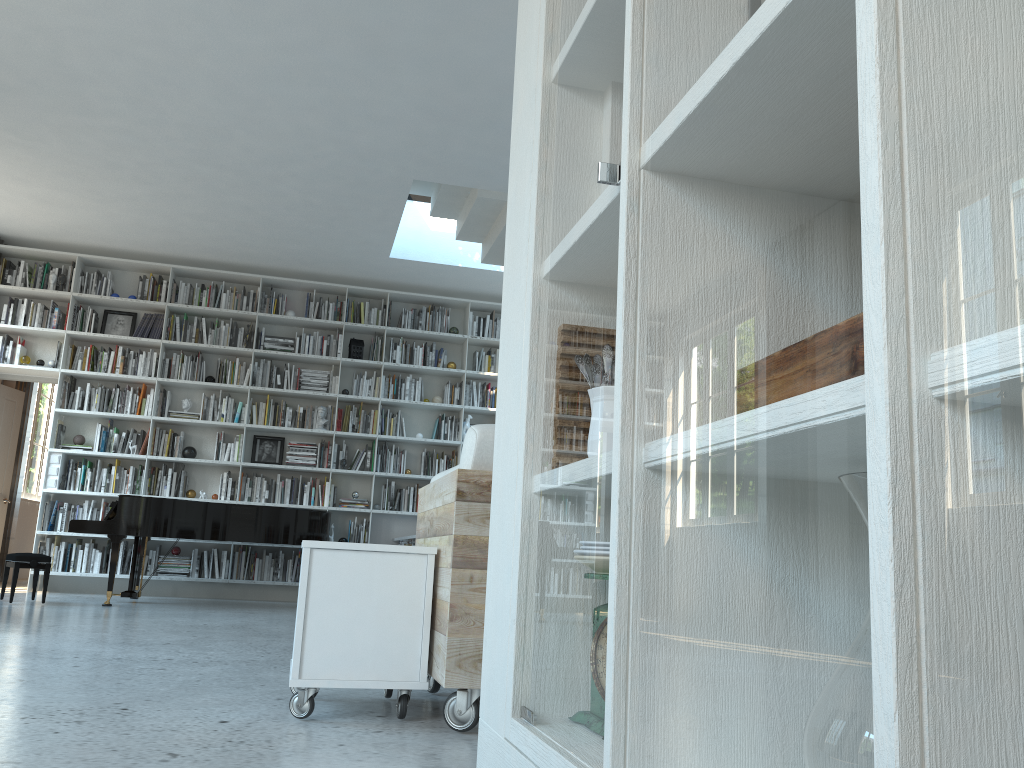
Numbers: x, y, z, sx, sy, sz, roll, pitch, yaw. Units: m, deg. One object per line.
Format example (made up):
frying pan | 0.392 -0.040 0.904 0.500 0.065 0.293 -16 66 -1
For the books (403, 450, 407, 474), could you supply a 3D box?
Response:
books | -1.090 0.804 8.953 0.013 0.250 0.173 5 -11 -13

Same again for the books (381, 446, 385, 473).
books | -1.298 0.767 8.904 0.006 0.281 0.155 5 -11 -13

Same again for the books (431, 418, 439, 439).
books | -0.793 0.478 9.087 0.056 0.240 0.154 5 -11 -13

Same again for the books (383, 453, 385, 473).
books | -1.293 0.807 8.906 0.013 0.204 0.154 5 -11 -13

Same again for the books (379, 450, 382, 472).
books | -1.329 0.788 8.909 0.011 0.238 0.136 5 -11 -13

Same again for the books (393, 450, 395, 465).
books | -1.203 0.796 8.933 0.007 0.246 0.153 5 -11 -13

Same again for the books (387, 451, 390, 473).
books | -1.244 0.797 8.896 0.011 0.226 0.188 5 -11 -13

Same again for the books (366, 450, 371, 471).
books | -1.440 0.780 8.854 0.029 0.222 0.171 5 -11 -13

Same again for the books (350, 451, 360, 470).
books | -1.569 0.777 8.827 0.089 0.210 0.176 5 -11 -13

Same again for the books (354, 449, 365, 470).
books | -1.530 0.768 8.853 0.094 0.238 0.150 5 -11 -13

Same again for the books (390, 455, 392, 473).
books | -1.223 0.820 8.905 0.013 0.186 0.184 5 -11 -13

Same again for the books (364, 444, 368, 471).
books | -1.463 0.751 8.875 0.013 0.285 0.139 5 -11 -13

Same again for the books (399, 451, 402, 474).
books | -1.130 0.805 8.941 0.015 0.238 0.176 5 -11 -13

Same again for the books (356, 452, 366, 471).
books | -1.514 0.788 8.852 0.091 0.205 0.169 5 -11 -13

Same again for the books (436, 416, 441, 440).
books | -0.754 0.468 9.091 0.021 0.264 0.174 5 -11 -13

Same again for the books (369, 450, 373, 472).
books | -1.418 0.782 8.871 0.021 0.226 0.148 5 -11 -13

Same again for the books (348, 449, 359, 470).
books | -1.584 0.765 8.821 0.095 0.228 0.190 5 -11 -13

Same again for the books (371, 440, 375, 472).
books | -1.398 0.735 8.882 0.014 0.324 0.183 5 -11 -13

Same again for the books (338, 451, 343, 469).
books | -1.704 0.769 8.793 0.027 0.191 0.182 5 -11 -13

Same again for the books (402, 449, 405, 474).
books | -1.102 0.797 8.951 0.014 0.260 0.142 5 -11 -13

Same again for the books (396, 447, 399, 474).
books | -1.162 0.781 8.947 0.006 0.284 0.160 5 -11 -13

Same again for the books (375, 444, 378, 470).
books | -1.374 0.755 8.904 0.014 0.298 0.148 5 -11 -13

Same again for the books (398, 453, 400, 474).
books | -1.144 0.814 8.946 0.008 0.222 0.134 5 -11 -13

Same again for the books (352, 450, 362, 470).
books | -1.558 0.774 8.852 0.095 0.225 0.144 5 -11 -13

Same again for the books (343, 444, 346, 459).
books | -1.676 0.741 8.830 0.012 0.265 0.157 5 -11 -13

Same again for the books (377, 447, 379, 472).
books | -1.348 0.769 8.888 0.010 0.266 0.158 5 -11 -13

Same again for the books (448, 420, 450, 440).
books | -0.660 0.494 9.098 0.012 0.224 0.178 5 -11 -13

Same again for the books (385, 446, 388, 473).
books | -1.265 0.768 8.904 0.005 0.283 0.159 5 -11 -13

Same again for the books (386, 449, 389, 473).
books | -1.258 0.786 8.906 0.013 0.248 0.165 5 -11 -13

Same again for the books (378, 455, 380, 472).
books | -1.341 0.810 8.893 0.015 0.188 0.168 5 -11 -13

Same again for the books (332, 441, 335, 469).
books | -1.777 0.721 8.809 0.012 0.284 0.160 5 -11 -13

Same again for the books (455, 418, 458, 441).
books | -0.581 0.487 9.115 0.011 0.252 0.169 5 -11 -13

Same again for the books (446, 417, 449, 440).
books | -0.674 0.477 9.105 0.015 0.259 0.152 5 -11 -13

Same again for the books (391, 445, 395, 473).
books | -1.207 0.767 8.917 0.014 0.296 0.175 5 -11 -13

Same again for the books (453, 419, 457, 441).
books | -0.598 0.493 9.129 0.013 0.244 0.159 5 -11 -13

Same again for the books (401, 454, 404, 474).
books | -1.116 0.821 8.938 0.014 0.207 0.181 5 -11 -13

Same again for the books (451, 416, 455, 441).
books | -0.617 0.473 9.105 0.012 0.273 0.184 5 -11 -13

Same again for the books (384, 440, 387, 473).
books | -1.282 0.743 8.930 0.007 0.341 0.149 5 -11 -13

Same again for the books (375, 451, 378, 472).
books | -1.361 0.789 8.888 0.012 0.226 0.147 5 -11 -13

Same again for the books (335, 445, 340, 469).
books | -1.734 0.741 8.812 0.028 0.252 0.143 5 -11 -13

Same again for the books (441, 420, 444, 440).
books | -0.724 0.492 9.088 0.013 0.218 0.187 5 -11 -13

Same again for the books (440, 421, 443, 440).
books | -0.734 0.495 9.084 0.006 0.209 0.188 5 -11 -13

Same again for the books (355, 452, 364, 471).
books | -1.529 0.783 8.861 0.090 0.214 0.139 5 -11 -13

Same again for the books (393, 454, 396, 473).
books | -1.194 0.818 8.929 0.013 0.203 0.167 5 -11 -13

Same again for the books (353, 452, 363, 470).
books | -1.546 0.781 8.848 0.090 0.211 0.143 5 -11 -13

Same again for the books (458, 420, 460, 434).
books | -0.551 0.495 9.128 0.010 0.245 0.159 5 -11 -13

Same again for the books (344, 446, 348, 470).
books | -1.654 0.752 8.834 0.035 0.248 0.141 5 -11 -13

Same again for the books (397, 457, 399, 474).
books | -1.155 0.834 8.938 0.013 0.178 0.140 5 -11 -13

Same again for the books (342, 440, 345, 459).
books | -1.685 0.718 8.822 0.013 0.306 0.141 5 -11 -13

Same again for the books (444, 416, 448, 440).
books | -0.689 0.474 9.101 0.018 0.262 0.165 5 -11 -13

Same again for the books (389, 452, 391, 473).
books | -1.236 0.804 8.910 0.013 0.218 0.161 5 -11 -13

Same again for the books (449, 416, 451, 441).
books | -0.643 0.474 9.122 0.032 0.274 0.154 5 -11 -13

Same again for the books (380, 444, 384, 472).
books | -1.310 0.760 8.904 0.018 0.294 0.178 5 -11 -13

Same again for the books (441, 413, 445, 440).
books | -0.713 0.458 9.113 0.013 0.295 0.154 5 -11 -13

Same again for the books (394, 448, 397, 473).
books | -1.178 0.785 8.926 0.012 0.266 0.183 5 -11 -13

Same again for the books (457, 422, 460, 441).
books | -0.570 0.512 9.130 0.023 0.211 0.164 5 -11 -13

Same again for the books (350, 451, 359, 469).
books | -1.580 0.773 8.840 0.088 0.219 0.138 5 -11 -13

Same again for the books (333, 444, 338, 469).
books | -1.760 0.734 8.810 0.024 0.263 0.154 5 -11 -13
